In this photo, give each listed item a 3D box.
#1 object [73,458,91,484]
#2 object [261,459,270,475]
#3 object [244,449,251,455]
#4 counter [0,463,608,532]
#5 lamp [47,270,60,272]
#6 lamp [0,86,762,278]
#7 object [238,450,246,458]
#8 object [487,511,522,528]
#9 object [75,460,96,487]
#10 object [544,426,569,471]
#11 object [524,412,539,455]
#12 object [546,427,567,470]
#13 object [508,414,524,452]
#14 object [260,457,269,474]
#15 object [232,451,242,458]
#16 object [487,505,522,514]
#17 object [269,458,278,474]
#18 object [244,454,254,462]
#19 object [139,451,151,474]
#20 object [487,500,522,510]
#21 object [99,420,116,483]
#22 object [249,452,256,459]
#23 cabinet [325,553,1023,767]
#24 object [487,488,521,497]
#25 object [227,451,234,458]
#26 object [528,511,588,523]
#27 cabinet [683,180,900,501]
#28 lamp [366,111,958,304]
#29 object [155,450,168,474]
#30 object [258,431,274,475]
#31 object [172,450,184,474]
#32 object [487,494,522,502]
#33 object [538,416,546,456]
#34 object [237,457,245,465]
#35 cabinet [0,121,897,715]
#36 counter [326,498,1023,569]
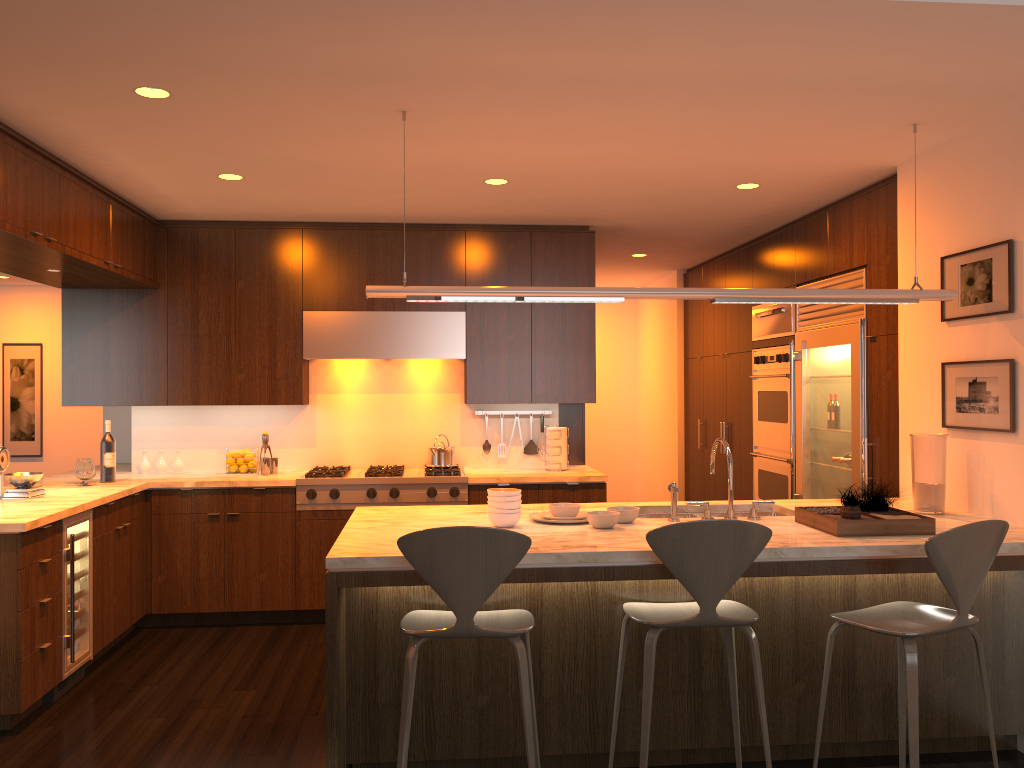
[{"bbox_3d":[-2.577,0.523,5.337,0.112,0.151,0.112,0,0,13],"label":"object"},{"bbox_3d":[-1.616,0.544,5.813,0.060,0.106,0.060,0,0,27],"label":"object"},{"bbox_3d":[-1.807,0.471,6.054,0.059,0.060,0.050,0,0,27],"label":"object"},{"bbox_3d":[-1.179,0.612,5.428,3.616,0.038,3.187,0,0,-5],"label":"counter"},{"bbox_3d":[-2.518,-0.624,4.874,0.068,0.004,0.068,0,0,-25],"label":"lamp"},{"bbox_3d":[-6.936,-1.141,5.663,16.431,0.171,5.868,0,0,-6],"label":"lamp"},{"bbox_3d":[-1.825,0.469,5.980,0.063,0.053,0.051,0,0,29],"label":"object"},{"bbox_3d":[-0.031,0.547,3.587,0.140,0.059,0.139,0,0,-14],"label":"object"},{"bbox_3d":[-2.502,0.522,5.203,0.112,0.151,0.112,0,0,13],"label":"object"},{"bbox_3d":[0.299,0.439,6.072,0.160,0.304,0.168,-1,0,39],"label":"object"},{"bbox_3d":[0.135,0.352,6.286,0.112,0.303,0.036,0,0,-5],"label":"object"},{"bbox_3d":[0.306,0.441,6.066,0.144,0.286,0.149,0,0,-24],"label":"object"},{"bbox_3d":[0.027,0.344,6.260,0.114,0.271,0.008,0,0,-5],"label":"object"},{"bbox_3d":[-1.653,0.545,5.926,0.060,0.106,0.060,0,0,27],"label":"object"},{"bbox_3d":[-1.834,0.472,5.921,0.063,0.051,0.053,0,0,-15],"label":"object"},{"bbox_3d":[-0.030,0.522,3.588,0.140,0.068,0.139,0,0,-23],"label":"object"},{"bbox_3d":[-1.584,0.545,5.895,0.060,0.106,0.060,0,0,27],"label":"object"},{"bbox_3d":[-1.765,0.495,5.948,0.053,0.052,0.061,-1,0,41],"label":"object"},{"bbox_3d":[-2.467,0.525,5.960,0.079,0.154,0.079,0,0,-23],"label":"object"},{"bbox_3d":[-0.030,0.500,3.587,0.140,0.062,0.139,0,0,-5],"label":"object"},{"bbox_3d":[-2.468,0.410,5.417,0.094,0.378,0.095,0,0,20],"label":"object"},{"bbox_3d":[-1.760,0.484,6.006,0.063,0.053,0.051,-1,0,41],"label":"object"},{"bbox_3d":[0.673,1.050,3.700,2.713,0.876,1.281,0,0,-5],"label":"cabinet"},{"bbox_3d":[-0.031,0.457,3.588,0.140,0.062,0.139,0,0,3],"label":"object"},{"bbox_3d":[-1.882,0.477,5.943,0.057,0.060,0.052,0,0,16],"label":"object"},{"bbox_3d":[0.223,0.566,3.752,0.310,0.021,0.309,0,0,-5],"label":"object"},{"bbox_3d":[2.116,0.229,6.471,0.690,2.540,3.924,0,0,-5],"label":"cabinet"},{"bbox_3d":[0.643,-0.721,3.675,2.465,0.765,0.120,0,0,-5],"label":"lamp"},{"bbox_3d":[-2.360,0.525,5.968,0.079,0.154,0.079,0,0,-23],"label":"object"},{"bbox_3d":[-1.629,0.454,5.819,0.088,0.288,0.101,0,0,25],"label":"object"},{"bbox_3d":[-2.250,0.524,5.976,0.079,0.154,0.079,0,0,-23],"label":"object"},{"bbox_3d":[-0.031,0.479,3.588,0.140,0.064,0.139,0,0,-31],"label":"object"},{"bbox_3d":[0.214,0.366,6.277,0.063,0.281,0.063,0,0,-28],"label":"object"},{"bbox_3d":[-1.815,0.517,5.930,0.052,0.053,0.062,0,0,-1],"label":"object"},{"bbox_3d":[-0.110,-0.003,4.351,5.521,2.997,7.728,0,0,-5],"label":"cabinet"},{"bbox_3d":[0.671,0.593,3.704,2.711,0.038,1.280,0,0,-5],"label":"counter"}]
